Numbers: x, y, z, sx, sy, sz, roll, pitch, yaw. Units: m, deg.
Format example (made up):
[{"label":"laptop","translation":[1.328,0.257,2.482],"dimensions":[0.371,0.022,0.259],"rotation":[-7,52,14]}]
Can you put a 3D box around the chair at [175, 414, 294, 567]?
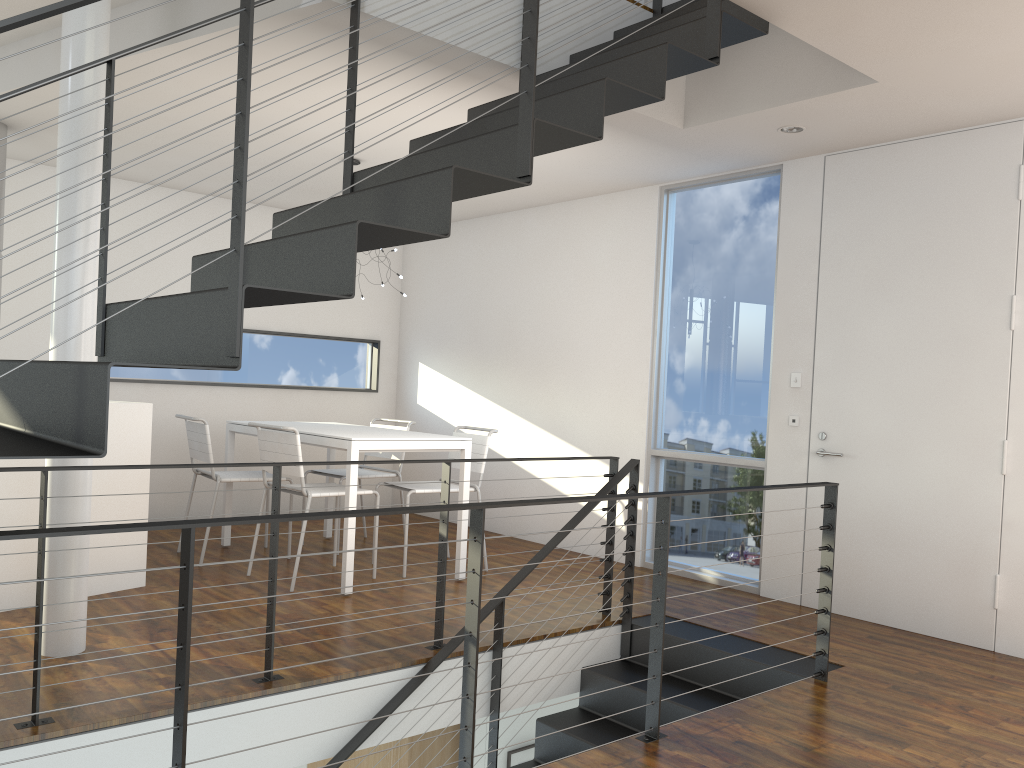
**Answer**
[{"label":"chair","translation":[-1.529,0.562,4.849],"dimensions":[0.555,0.765,0.427],"rotation":[2,1,-35]}]

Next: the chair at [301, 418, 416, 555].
[{"label":"chair","translation":[-0.919,0.595,5.352],"dimensions":[0.427,0.765,0.555],"rotation":[3,1,44]}]

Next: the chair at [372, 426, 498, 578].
[{"label":"chair","translation":[-0.413,0.615,4.828],"dimensions":[0.555,0.765,0.427],"rotation":[2,1,-34]}]

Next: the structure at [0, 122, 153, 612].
[{"label":"structure","translation":[-2.993,-0.226,4.492],"dimensions":[2.748,2.207,0.750],"rotation":[3,1,33]}]

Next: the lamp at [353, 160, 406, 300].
[{"label":"lamp","translation":[-0.886,-0.858,4.855],"dimensions":[0.619,0.726,0.589],"rotation":[3,1,-19]}]

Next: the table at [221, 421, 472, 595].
[{"label":"table","translation":[-0.942,0.603,4.816],"dimensions":[0.700,0.720,1.399],"rotation":[2,0,-41]}]

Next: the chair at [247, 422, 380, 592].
[{"label":"chair","translation":[-0.994,0.584,4.406],"dimensions":[0.555,0.765,0.427],"rotation":[2,1,-45]}]

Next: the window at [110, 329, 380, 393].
[{"label":"window","translation":[-1.854,-0.180,6.321],"dimensions":[2.025,0.408,0.165],"rotation":[3,0,-41]}]

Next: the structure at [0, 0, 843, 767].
[{"label":"structure","translation":[-0.525,0.501,2.417],"dimensions":[4.363,6.300,1.093],"rotation":[2,1,-41]}]

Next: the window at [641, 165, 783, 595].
[{"label":"window","translation":[1.109,-0.019,4.832],"dimensions":[0.115,2.213,0.835],"rotation":[2,1,-41]}]

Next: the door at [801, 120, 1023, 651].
[{"label":"door","translation":[1.738,0.001,3.961],"dimensions":[0.077,2.186,0.881],"rotation":[2,1,-41]}]
